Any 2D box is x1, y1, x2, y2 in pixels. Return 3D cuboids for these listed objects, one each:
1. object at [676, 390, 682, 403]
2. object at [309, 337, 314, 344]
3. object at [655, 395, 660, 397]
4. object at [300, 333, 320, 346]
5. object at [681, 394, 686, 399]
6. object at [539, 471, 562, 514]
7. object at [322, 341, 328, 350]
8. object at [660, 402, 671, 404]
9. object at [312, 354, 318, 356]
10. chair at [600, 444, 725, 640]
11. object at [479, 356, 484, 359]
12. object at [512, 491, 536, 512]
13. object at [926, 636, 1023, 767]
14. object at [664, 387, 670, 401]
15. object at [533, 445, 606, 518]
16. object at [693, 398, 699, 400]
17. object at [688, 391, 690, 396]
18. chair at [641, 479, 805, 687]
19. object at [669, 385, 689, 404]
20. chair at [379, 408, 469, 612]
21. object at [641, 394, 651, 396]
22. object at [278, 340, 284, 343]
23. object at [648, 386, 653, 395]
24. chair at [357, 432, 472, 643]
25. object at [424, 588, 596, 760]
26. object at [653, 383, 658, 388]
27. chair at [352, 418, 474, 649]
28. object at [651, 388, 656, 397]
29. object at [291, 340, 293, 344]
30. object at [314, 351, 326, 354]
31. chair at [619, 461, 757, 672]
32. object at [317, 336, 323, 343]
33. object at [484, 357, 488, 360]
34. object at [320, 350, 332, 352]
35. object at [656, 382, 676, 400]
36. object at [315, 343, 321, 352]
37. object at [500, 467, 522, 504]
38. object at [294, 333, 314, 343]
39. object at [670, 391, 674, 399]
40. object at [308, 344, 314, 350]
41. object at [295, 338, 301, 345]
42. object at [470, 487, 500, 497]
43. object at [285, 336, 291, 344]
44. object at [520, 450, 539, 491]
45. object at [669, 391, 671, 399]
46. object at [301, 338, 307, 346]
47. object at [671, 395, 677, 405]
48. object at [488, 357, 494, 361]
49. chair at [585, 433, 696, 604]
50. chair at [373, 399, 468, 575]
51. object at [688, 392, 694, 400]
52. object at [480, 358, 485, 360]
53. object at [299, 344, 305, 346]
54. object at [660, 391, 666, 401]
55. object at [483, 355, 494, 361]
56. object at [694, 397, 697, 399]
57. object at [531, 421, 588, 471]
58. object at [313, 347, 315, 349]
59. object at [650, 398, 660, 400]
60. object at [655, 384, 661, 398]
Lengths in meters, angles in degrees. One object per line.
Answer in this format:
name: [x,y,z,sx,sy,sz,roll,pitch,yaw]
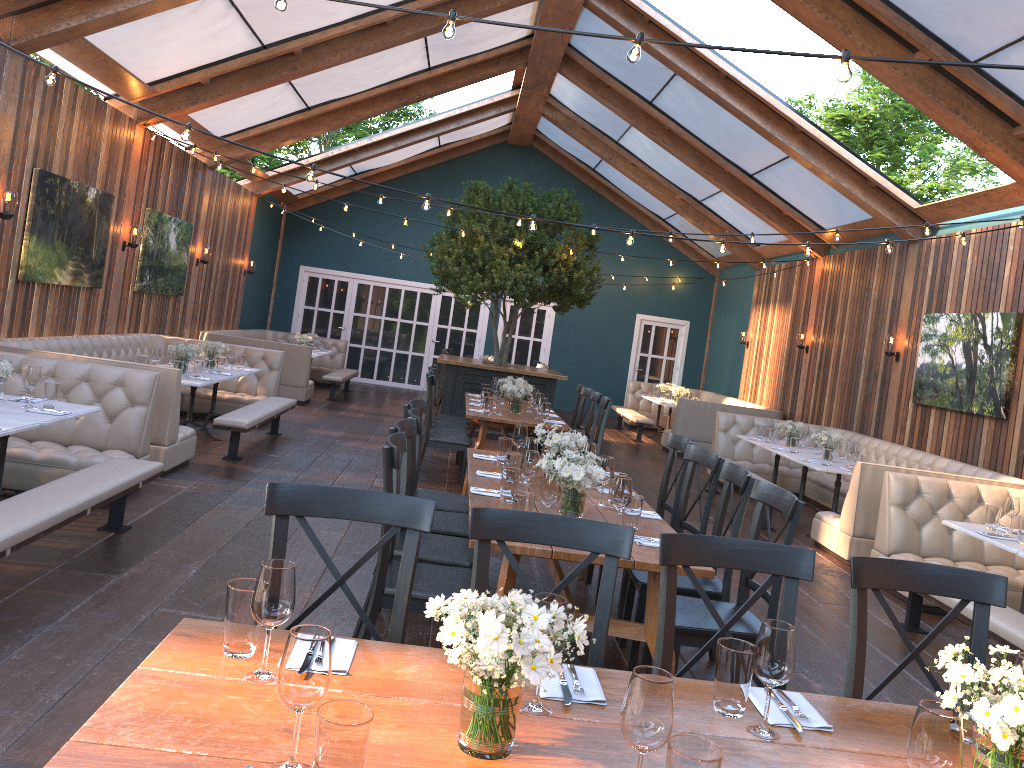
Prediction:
object: [2.722,0.229,14.474,0.093,0.244,0.092,8,0,45]
object: [-3.415,-0.675,15.044,0.093,0.244,0.092,8,0,45]
object: [2.709,0.218,16.426,0.157,0.019,0.255,8,4,-3]
object: [-3.543,-0.755,15.501,0.335,0.309,0.331,7,2,-38]
object: [2.986,0.247,15.472,0.091,0.158,0.092,8,1,-17]
object: [0.152,0.488,3.647,0.093,0.244,0.092,8,0,39]
object: [-3.376,-0.682,15.922,0.091,0.158,0.092,8,1,-17]
object: [2.566,0.315,14.560,0.255,0.019,0.158,8,4,-3]
object: [-3.235,-0.485,14.238,0.255,0.019,0.158,8,4,-3]
chair: [0.820,0.850,4.892,0.539,1.020,0.478,8,0,-8]
object: [-0.553,-0.385,15.948,0.093,0.244,0.092,8,0,39]
object: [0.040,0.520,3.579,0.092,0.158,0.091,8,1,23]
object: [1.013,0.695,1.773,0.335,0.309,0.331,7,2,-38]
object: [2.675,0.172,15.270,0.093,0.244,0.092,8,0,45]
object: [0.280,0.450,4.019,0.327,0.309,0.338,7,2,-36]
object: [2.976,0.317,14.336,0.091,0.158,0.092,8,1,-17]
object: [2.950,0.250,14.653,0.093,0.244,0.092,8,0,45]
chair: [0.882,0.929,3.773,0.539,1.020,0.478,8,0,-3]
object: [2.820,0.175,15.021,0.338,0.309,0.328,10,2,39]
chair: [-0.405,0.681,4.810,0.539,1.020,0.478,8,0,-7]
object: [2.484,0.205,16.128,0.255,0.019,0.158,8,4,-3]
object: [-3.684,-0.607,14.042,0.091,0.158,0.092,8,1,-17]
object: [2.565,0.131,16.368,0.091,0.158,0.092,8,1,-17]
chair: [-0.364,0.757,3.704,0.539,1.020,0.478,8,0,-3]
object: [-0.029,0.550,1.734,0.337,0.309,0.328,9,2,29]
object: [2.640,0.103,16.284,0.093,0.244,0.092,8,0,39]
chair: [-0.401,0.716,4.263,0.540,1.020,0.477,8,0,2]
object: [2.551,0.154,15.972,0.091,0.158,0.092,8,1,-17]
object: [-3.728,-0.663,14.836,0.091,0.158,0.092,8,1,-17]
object: [-3.280,-0.538,14.976,0.255,0.019,0.158,8,4,-3]
chair: [0.851,0.889,4.333,0.539,1.020,0.477,8,0,2]
object: [-3.443,-0.729,15.835,0.093,0.244,0.092,8,0,39]
object: [-0.472,-0.338,15.378,0.093,0.244,0.092,8,0,39]
object: [-3.330,-0.593,15.736,0.255,0.019,0.158,8,4,-3]
object: [2.760,0.115,15.851,0.335,0.309,0.331,7,2,-38]
object: [-3.325,-0.625,15.139,0.091,0.158,0.092,8,1,-17]
object: [-0.011,0.476,4.157,0.092,0.158,0.091,8,1,23]
object: [-3.483,-0.694,14.671,0.338,0.309,0.328,10,2,39]
object: [2.942,0.190,16.272,0.091,0.158,0.092,8,1,-17]
object: [-3.282,-0.572,14.384,0.091,0.158,0.092,8,1,-17]
object: [-3.414,-0.614,14.072,0.093,0.244,0.092,8,0,45]
object: [-0.078,0.527,4.313,0.255,0.019,0.158,8,4,-3]
object: [-3.580,-0.641,14.134,0.093,0.244,0.092,8,0,45]
object: [0.078,0.441,4.228,0.093,0.244,0.092,8,0,39]
object: [2.865,0.140,16.202,0.093,0.244,0.092,8,0,39]
object: [-3.368,-0.623,14.314,0.093,0.244,0.092,8,0,45]
object: [2.633,0.264,14.404,0.091,0.158,0.092,8,1,-17]
object: [-0.253,-0.299,14.720,0.329,0.309,0.336,8,2,12]
chair: [0.790,0.810,5.452,0.539,1.020,0.478,8,0,-3]
chair: [-0.465,0.637,5.376,0.540,1.020,0.477,8,0,4]
object: [2.912,0.259,14.421,0.093,0.244,0.092,8,0,45]
object: [-0.512,-0.308,14.804,0.093,0.244,0.092,8,0,45]
object: [-3.319,-0.551,13.971,0.091,0.158,0.092,8,1,-17]
object: [2.586,0.207,15.200,0.091,0.158,0.092,8,1,-17]
object: [-0.376,-0.381,15.747,0.328,0.309,0.337,8,2,-5]
object: [3.027,0.299,14.723,0.091,0.158,0.092,8,1,-17]
object: [0.272,0.382,5.072,0.330,0.309,0.335,9,2,31]
object: [-3.599,-0.652,16.073,0.157,0.019,0.255,8,4,-3]
object: [2.519,0.258,15.355,0.255,0.019,0.158,8,4,-3]
object: [2.640,0.119,16.042,0.093,0.244,0.092,8,0,39]
